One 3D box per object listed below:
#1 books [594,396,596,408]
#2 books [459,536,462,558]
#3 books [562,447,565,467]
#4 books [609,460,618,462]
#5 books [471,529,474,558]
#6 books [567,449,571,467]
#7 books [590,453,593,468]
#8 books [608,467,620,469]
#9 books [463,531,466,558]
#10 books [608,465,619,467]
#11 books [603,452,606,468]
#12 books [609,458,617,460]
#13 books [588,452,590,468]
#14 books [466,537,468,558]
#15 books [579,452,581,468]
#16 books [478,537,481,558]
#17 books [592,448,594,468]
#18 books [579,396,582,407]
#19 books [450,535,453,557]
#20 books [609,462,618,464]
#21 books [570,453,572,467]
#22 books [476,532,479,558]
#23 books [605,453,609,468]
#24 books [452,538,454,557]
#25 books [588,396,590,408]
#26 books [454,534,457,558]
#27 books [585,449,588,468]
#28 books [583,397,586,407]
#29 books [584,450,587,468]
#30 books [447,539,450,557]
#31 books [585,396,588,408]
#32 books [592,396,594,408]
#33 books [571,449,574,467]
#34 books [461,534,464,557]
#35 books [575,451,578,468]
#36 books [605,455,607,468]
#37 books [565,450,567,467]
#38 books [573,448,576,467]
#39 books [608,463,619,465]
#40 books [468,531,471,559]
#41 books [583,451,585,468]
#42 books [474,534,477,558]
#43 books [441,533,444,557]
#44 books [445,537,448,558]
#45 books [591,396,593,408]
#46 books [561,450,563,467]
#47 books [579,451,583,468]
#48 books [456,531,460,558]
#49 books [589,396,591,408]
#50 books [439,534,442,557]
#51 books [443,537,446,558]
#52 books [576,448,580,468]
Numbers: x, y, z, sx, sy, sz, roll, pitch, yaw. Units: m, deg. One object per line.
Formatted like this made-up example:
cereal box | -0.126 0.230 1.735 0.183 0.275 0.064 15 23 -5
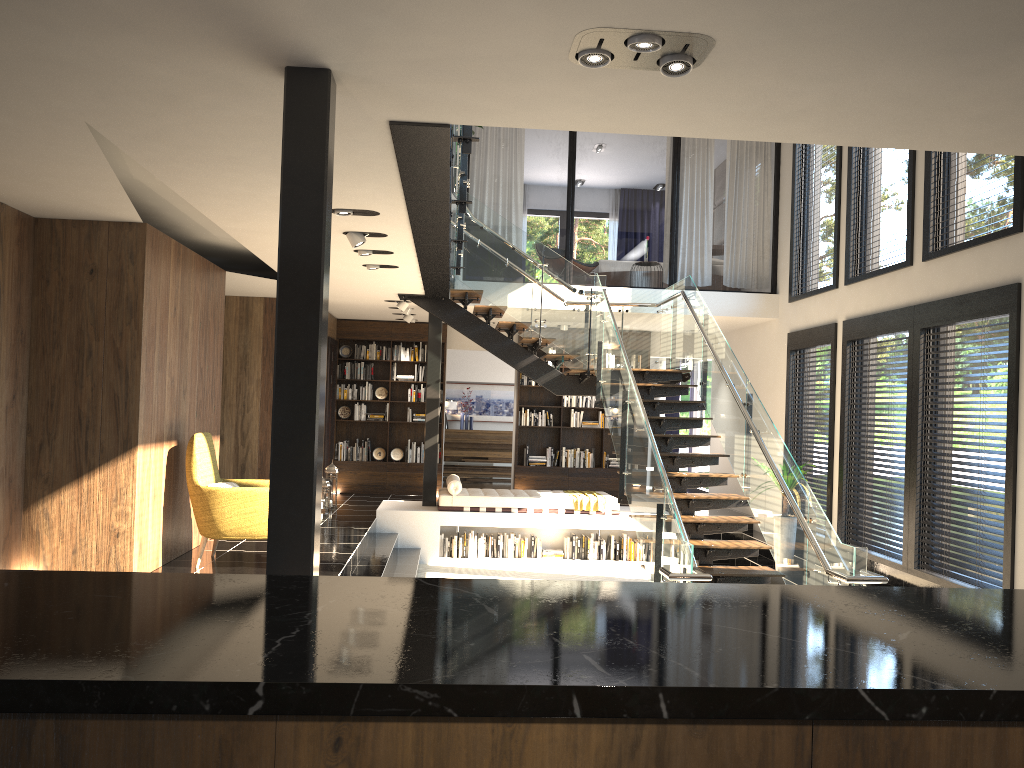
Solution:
books | 1.316 0.268 14.067 0.046 0.219 0.145 2 -1 -4
books | -0.645 2.027 11.037 0.027 0.254 0.204 2 -1 -4
books | 0.808 1.152 13.977 0.035 0.312 0.160 2 -1 -4
books | 1.663 1.221 14.067 0.251 0.026 0.148 2 -2 -8
books | -0.495 1.991 11.070 0.051 0.338 0.187 2 -1 -4
books | 0.894 1.173 13.986 0.030 0.276 0.160 2 -1 -4
books | 1.256 1.211 14.030 0.026 0.227 0.129 2 -1 -4
books | 1.660 1.326 14.064 0.273 0.025 0.156 2 -2 -6
books | -0.589 1.995 11.045 0.030 0.322 0.203 2 -1 -4
books | 1.661 1.298 14.056 0.286 0.030 0.176 2 -2 -6
books | 1.451 1.200 14.048 0.024 0.263 0.174 2 -1 -4
books | 1.665 1.193 14.052 0.288 0.030 0.175 2 -2 0
books | 1.205 1.197 14.007 0.028 0.250 0.162 2 -1 -4
books | -0.563 2.039 11.070 0.029 0.237 0.147 2 -1 -4
books | 1.064 1.194 14.001 0.023 0.246 0.149 2 -1 -4
books | -0.411 2.043 11.082 0.029 0.240 0.165 2 -1 -4
books | 1.280 1.172 14.042 0.022 0.307 0.131 2 -1 -4
books | 1.077 0.253 14.022 0.028 0.231 0.167 2 -1 -4
books | -0.760 2.023 11.075 0.030 0.256 0.145 2 -1 -4
books | 1.663 1.245 14.055 0.263 0.024 0.167 2 -2 -9
books | 0.920 1.205 13.999 0.025 0.214 0.170 2 -1 -4
books | -0.435 2.005 11.083 0.021 0.313 0.139 2 -1 -4
books | 1.502 1.214 14.030 0.026 0.238 0.159 2 -1 -4
books | -0.735 2.039 11.070 0.020 0.225 0.156 2 -1 -4
books | 1.203 0.284 14.039 0.027 0.179 0.164 2 -1 -4
books | -0.705 2.015 11.042 0.035 0.273 0.200 2 -1 -4
books | 1.179 1.175 14.018 0.025 0.294 0.177 2 -1 -4
books | 1.133 0.285 14.049 0.047 0.171 0.167 2 -1 -4
books | 1.153 1.181 14.010 0.028 0.280 0.154 2 -1 -4
books | -0.790 2.044 11.069 0.029 0.211 0.130 2 -1 -4
books | 1.174 0.240 14.044 0.032 0.265 0.149 2 -1 -4
books | 1.281 0.266 14.062 0.024 0.220 0.148 2 -1 -4
books | 0.948 1.174 14.011 0.031 0.280 0.141 2 -1 -4
books | -0.620 2.016 11.071 0.028 0.279 0.120 2 -1 -4
books | 1.009 1.188 13.990 0.025 0.255 0.202 2 -1 -4
books | 1.475 1.233 14.035 0.025 0.199 0.149 2 -1 -4
books | 0.839 1.178 13.989 0.030 0.262 0.173 2 -1 -4
books | 0.980 1.166 14.013 0.032 0.298 0.169 2 -1 -4
books | 1.661 1.270 14.068 0.250 0.026 0.148 2 -2 -7
books | -0.532 2.003 11.047 0.028 0.309 0.211 2 -1 -4
books | 1.123 1.195 14.014 0.029 0.250 0.142 2 -1 -4
books | -0.457 2.020 11.072 0.025 0.282 0.149 2 -1 -4
books | -0.866 2.004 11.048 0.024 0.286 0.130 2 -1 -4
books | -0.816 2.028 11.040 0.027 0.241 0.150 2 -1 -4
books | 1.253 0.272 14.080 0.030 0.208 0.119 2 -1 -4
books | 0.775 1.176 14.009 0.026 0.263 0.156 2 -1 -4
books | 1.092 1.191 14.010 0.034 0.255 0.194 2 -1 -4
books | -0.675 1.997 11.071 0.029 0.314 0.163 2 -1 -4
books | 1.228 0.281 14.051 0.024 0.187 0.148 2 -1 -4
books | -0.891 2.011 11.062 0.025 0.270 0.156 2 -1 -4
books | -0.841 2.032 11.035 0.024 0.229 0.171 2 -1 -4
books | 1.037 1.164 14.012 0.032 0.305 0.155 2 -1 -4
